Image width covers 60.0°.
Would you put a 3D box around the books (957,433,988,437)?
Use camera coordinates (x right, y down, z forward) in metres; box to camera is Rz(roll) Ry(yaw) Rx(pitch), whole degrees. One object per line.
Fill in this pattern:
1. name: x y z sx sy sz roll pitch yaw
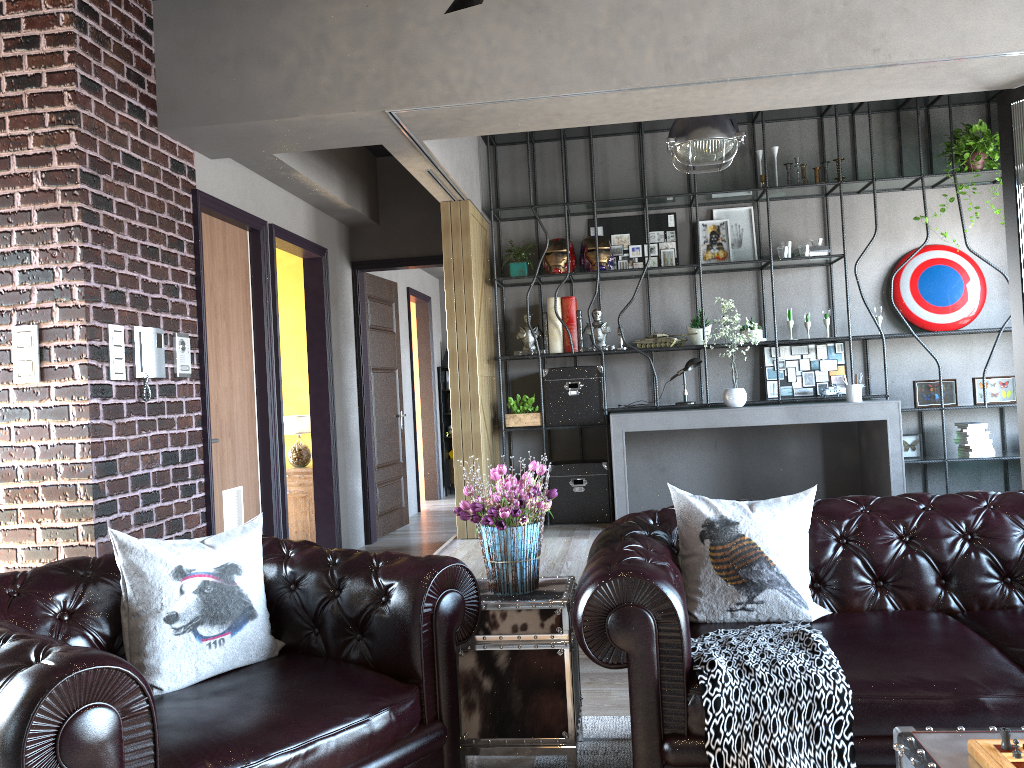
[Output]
1. books: 3.621 0.400 6.970 0.155 0.022 0.205 -3 -1 2

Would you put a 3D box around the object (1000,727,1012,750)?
1. object: 1.042 0.748 1.871 0.019 0.040 0.019 -3 -1 -19

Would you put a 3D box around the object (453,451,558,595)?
1. object: -0.009 0.485 3.132 0.349 0.484 0.352 -4 -1 38

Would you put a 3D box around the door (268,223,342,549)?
1. door: -2.055 0.192 6.722 1.098 2.545 1.149 -3 -1 7

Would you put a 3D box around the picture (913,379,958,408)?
1. picture: 3.301 0.073 6.915 0.313 0.212 0.049 -3 -1 7

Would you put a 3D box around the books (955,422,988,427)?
1. books: 3.606 0.317 6.968 0.159 0.024 0.201 -3 -1 -3

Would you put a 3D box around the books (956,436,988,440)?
1. books: 3.616 0.422 6.972 0.158 0.021 0.224 -3 -1 7

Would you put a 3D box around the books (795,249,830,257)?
1. books: 2.465 -1.075 7.282 0.243 0.024 0.175 -3 -1 3

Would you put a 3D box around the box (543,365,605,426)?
1. box: 0.528 0.095 7.402 0.489 0.481 0.374 -3 -1 7

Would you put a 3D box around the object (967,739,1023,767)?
1. object: 1.178 0.778 1.698 0.429 0.036 0.429 -3 -1 7

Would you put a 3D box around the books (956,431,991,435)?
1. books: 3.618 0.379 6.966 0.174 0.019 0.243 -3 -1 7

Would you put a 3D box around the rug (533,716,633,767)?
1. rug: 1.219 1.254 2.255 2.474 0.003 2.253 -3 -1 7

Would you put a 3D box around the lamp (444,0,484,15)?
1. lamp: -0.170 -1.865 3.921 0.359 0.513 0.559 -4 -1 27

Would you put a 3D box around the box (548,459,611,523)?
1. box: 0.569 0.879 7.383 0.489 0.481 0.374 -3 -1 7

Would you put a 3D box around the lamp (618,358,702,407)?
1. lamp: 1.232 -0.012 7.342 0.739 0.371 0.205 -3 -1 31

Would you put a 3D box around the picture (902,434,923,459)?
1. picture: 3.159 0.493 7.030 0.172 0.190 0.036 -3 -1 7

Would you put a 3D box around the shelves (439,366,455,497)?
1. shelves: -0.431 0.587 11.535 0.911 1.678 0.353 -3 -1 7

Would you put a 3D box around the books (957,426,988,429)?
1. books: 3.617 0.338 6.972 0.155 0.020 0.205 -3 -1 7

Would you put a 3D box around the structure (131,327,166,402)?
1. structure: -1.806 -0.096 4.461 0.068 0.370 0.279 -3 -1 7

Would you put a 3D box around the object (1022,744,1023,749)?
1. object: 1.086 0.744 1.863 0.026 0.044 0.026 -2 -1 -38

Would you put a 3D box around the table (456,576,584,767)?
1. table: 0.027 1.022 3.118 0.417 0.609 0.405 -3 -1 7

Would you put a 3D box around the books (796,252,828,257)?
1. books: 2.453 -1.050 7.281 0.166 0.024 0.227 -3 -1 -14

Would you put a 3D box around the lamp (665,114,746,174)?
1. lamp: 1.228 -2.005 5.940 0.534 1.149 0.515 -3 -1 -16

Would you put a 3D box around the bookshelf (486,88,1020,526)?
1. bookshelf: 2.114 -0.581 7.226 4.482 3.284 0.526 -3 -1 7

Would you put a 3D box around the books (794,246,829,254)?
1. books: 2.453 -1.101 7.277 0.225 0.029 0.179 -3 -1 -1

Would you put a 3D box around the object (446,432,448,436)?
1. object: -0.844 0.650 11.495 0.031 0.054 0.042 -2 -1 -38

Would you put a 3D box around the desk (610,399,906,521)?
1. desk: 1.877 0.621 7.062 2.129 0.886 0.844 -3 -1 7

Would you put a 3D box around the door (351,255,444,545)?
1. door: -0.763 0.140 8.450 1.150 2.545 1.128 -3 -1 7

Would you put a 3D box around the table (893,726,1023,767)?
1. table: 1.482 1.004 1.685 1.254 0.470 0.684 -3 -1 7

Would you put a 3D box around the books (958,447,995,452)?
1. books: 3.637 0.508 6.953 0.175 0.023 0.249 -3 -1 3

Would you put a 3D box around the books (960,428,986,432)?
1. books: 3.616 0.358 6.958 0.162 0.023 0.231 -3 -1 23

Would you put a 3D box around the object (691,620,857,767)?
1. object: 0.603 1.038 2.215 0.562 0.569 1.699 -3 -1 27

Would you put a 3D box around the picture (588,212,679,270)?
1. picture: 1.041 -1.195 7.592 0.749 0.503 0.058 -3 -1 7

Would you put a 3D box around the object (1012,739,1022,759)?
1. object: 1.039 0.750 1.827 0.017 0.037 0.017 -3 -1 -12

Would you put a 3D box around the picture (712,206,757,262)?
1. picture: 1.875 -1.231 7.458 0.332 0.515 0.119 -3 -1 7

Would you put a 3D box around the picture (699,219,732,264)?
1. picture: 1.697 -1.172 7.436 0.267 0.414 0.101 -3 -1 7

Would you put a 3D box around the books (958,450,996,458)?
1. books: 3.637 0.541 6.950 0.192 0.043 0.248 -3 -1 7

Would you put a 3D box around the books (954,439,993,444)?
1. books: 3.618 0.446 6.965 0.193 0.028 0.245 -3 -1 2

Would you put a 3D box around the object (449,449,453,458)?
1. object: -0.642 0.815 11.697 0.393 0.321 0.057 -3 -1 7

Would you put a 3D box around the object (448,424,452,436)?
1. object: -0.761 0.598 11.567 0.139 0.162 0.139 -2 -1 -28

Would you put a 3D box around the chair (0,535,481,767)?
1. chair: -0.988 0.954 2.658 1.244 0.845 1.493 -4 -1 37

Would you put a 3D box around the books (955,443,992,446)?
1. books: 3.621 0.467 6.966 0.192 0.014 0.255 -3 -1 10

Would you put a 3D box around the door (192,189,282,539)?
1. door: -1.763 0.168 5.508 0.219 2.541 1.002 -3 -1 7

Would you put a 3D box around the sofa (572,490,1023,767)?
1. sofa: 1.512 0.828 2.939 2.565 0.838 1.239 -3 -1 6

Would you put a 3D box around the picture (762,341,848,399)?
1. picture: 2.438 -0.112 7.365 0.665 0.447 0.051 -3 -1 7

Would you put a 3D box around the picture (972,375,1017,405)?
1. picture: 3.738 0.048 6.860 0.313 0.212 0.048 -3 -1 7

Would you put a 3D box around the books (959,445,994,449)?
1. books: 3.635 0.485 6.953 0.175 0.023 0.249 -3 -1 8

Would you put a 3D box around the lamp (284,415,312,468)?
1. lamp: -1.797 0.789 7.511 0.291 1.045 0.441 -3 -1 -20
